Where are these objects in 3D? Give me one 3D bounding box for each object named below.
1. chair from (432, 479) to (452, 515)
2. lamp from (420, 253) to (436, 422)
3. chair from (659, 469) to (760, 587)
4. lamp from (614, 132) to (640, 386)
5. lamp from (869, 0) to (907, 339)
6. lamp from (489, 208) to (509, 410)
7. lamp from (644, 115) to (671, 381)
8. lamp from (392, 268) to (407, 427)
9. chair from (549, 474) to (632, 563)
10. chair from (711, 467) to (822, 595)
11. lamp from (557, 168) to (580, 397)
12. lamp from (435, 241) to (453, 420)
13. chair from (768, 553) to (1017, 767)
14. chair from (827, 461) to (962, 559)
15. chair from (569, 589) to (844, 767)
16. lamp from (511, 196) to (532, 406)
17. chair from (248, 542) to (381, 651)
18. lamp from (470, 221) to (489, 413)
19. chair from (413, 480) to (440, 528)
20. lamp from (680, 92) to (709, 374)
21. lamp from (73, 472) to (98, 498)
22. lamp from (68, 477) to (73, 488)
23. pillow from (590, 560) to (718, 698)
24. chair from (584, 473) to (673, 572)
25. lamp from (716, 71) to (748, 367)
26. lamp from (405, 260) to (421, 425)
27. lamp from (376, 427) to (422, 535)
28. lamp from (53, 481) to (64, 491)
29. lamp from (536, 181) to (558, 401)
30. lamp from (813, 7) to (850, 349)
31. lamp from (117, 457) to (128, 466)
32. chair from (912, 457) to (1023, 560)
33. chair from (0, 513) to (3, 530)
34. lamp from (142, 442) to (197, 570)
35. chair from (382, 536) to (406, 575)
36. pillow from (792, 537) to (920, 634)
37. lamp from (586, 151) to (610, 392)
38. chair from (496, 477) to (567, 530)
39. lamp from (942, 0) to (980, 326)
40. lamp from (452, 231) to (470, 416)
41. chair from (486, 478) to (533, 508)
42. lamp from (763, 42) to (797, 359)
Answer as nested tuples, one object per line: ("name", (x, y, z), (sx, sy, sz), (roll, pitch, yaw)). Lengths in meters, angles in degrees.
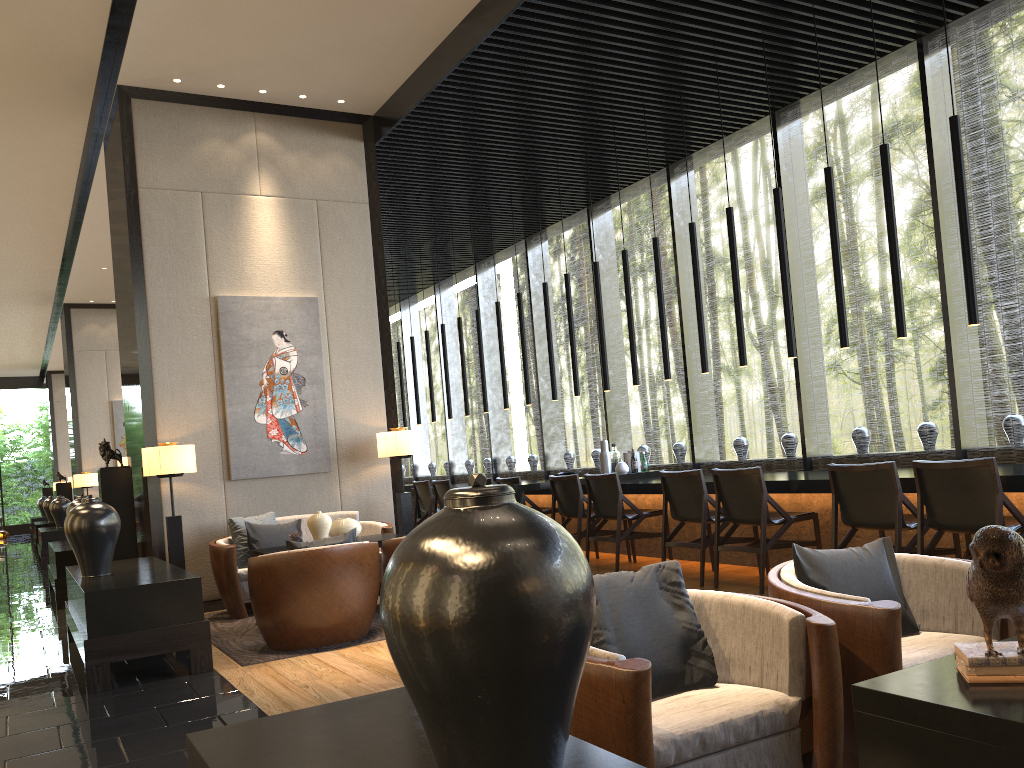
("chair", (-0.611, 1.501, 10.219), (0.562, 0.826, 0.527), (-4, -3, -30))
("lamp", (-1.171, -0.678, 12.176), (0.060, 2.417, 0.060), (-4, -1, -35))
("chair", (1.434, 1.034, 6.571), (0.562, 0.826, 0.527), (-4, -3, -30))
("lamp", (1.049, -1.185, 8.217), (0.060, 2.417, 0.060), (-4, -1, -35))
("lamp", (2.426, -1.500, 5.761), (0.060, 2.417, 0.060), (-4, -1, -25))
("lamp", (-0.165, -0.908, 10.382), (0.060, 2.417, 0.060), (-4, -1, -35))
("lamp", (1.271, -1.236, 7.820), (0.060, 2.417, 0.060), (-4, -1, -35))
("lamp", (-1.672, -0.564, 13.070), (0.060, 2.417, 0.060), (-4, -1, -35))
("chair", (0.659, 1.211, 7.954), (0.562, 0.826, 0.527), (-4, -3, -30))
("chair", (1.715, 0.970, 6.071), (0.562, 0.826, 0.527), (-4, -3, -30))
("lamp", (0.566, -1.075, 9.077), (0.060, 2.417, 0.060), (-4, -1, -35))
("lamp", (-0.914, -0.737, 11.719), (0.060, 2.417, 0.060), (-4, -1, -35))
("chair", (1.169, 0.862, 2.783), (0.802, 0.603, 0.608), (-3, -3, -29))
("chair", (2.209, 0.857, 5.189), (0.562, 0.826, 0.527), (-4, -3, -30))
("chair", (0.426, 0.892, 2.363), (0.802, 0.603, 0.608), (-3, -3, -29))
("lamp", (0.087, -0.966, 9.933), (0.060, 2.417, 0.060), (-4, -1, -35))
("chair", (-1.154, 1.267, 5.355), (0.802, 0.603, 0.608), (-3, -3, -29))
("lamp", (-0.416, -0.851, 10.830), (0.060, 2.417, 0.060), (-4, -1, -35))
("chair", (-0.892, 1.566, 10.720), (0.562, 0.826, 0.527), (-4, -3, -30))
("lamp", (1.508, -1.290, 7.397), (0.060, 2.417, 0.060), (-4, -1, -35))
("lamp", (-6.895, 2.109, 14.435), (0.374, 1.349, 0.376), (-5, -1, -11))
("lamp", (-7.778, 2.311, 16.010), (0.374, 1.349, 0.376), (-5, -1, -11))
("pillow", (0.351, 0.689, 2.470), (0.398, 0.361, 0.223), (-3, -3, -29))
("chair", (0.939, 1.147, 7.454), (0.562, 0.826, 0.527), (-4, -3, -30))
("lamp", (1.726, -1.340, 7.009), (0.060, 2.417, 0.060), (-4, -1, -35))
("lamp", (-1.422, -0.621, 12.624), (0.060, 2.417, 0.060), (-4, -1, -35))
("lamp", (-0.920, 1.050, 7.578), (0.375, 1.349, 0.375), (-5, -1, 0))
("lamp", (-11.285, 3.112, 22.266), (0.375, 1.349, 0.375), (-5, -1, 0))
("lamp", (0.356, -1.027, 9.453), (0.060, 2.417, 0.060), (-4, -1, -35))
("lamp", (2.204, -1.449, 6.156), (0.060, 2.417, 0.060), (-4, -1, -35))
("lamp", (-3.419, 1.331, 8.237), (0.375, 1.317, 0.375), (-5, -2, 14))
("chair", (2.490, 0.793, 4.688), (0.562, 0.826, 0.527), (-4, -3, -30))
("chair", (-13.829, 3.561, 23.493), (0.519, 1.074, 0.538), (-4, -2, -30))
("lamp", (-2.537, 1.115, 6.663), (0.375, 1.346, 0.375), (-5, -2, 22))
("chair", (-0.410, 1.237, 5.775), (0.802, 0.603, 0.608), (-3, -3, -29))
("pillow", (1.096, 0.664, 2.894), (0.441, 0.338, 0.205), (-3, -2, -23))
("lamp", (0.821, -1.133, 8.623), (0.060, 2.417, 0.060), (-4, -1, -35))
("chair", (0.164, 1.324, 8.837), (0.562, 0.826, 0.527), (-4, -3, -30))
("lamp", (2.667, -1.555, 5.330), (0.060, 2.417, 0.060), (-4, -1, -35))
("lamp", (-0.666, -0.794, 11.276), (0.060, 2.417, 0.060), (-4, -1, -35))
("chair", (-0.117, 1.388, 9.337), (0.562, 0.826, 0.527), (-4, -3, -30))
("lamp", (1.971, -1.396, 6.573), (0.060, 2.417, 0.060), (-4, -1, -25))
